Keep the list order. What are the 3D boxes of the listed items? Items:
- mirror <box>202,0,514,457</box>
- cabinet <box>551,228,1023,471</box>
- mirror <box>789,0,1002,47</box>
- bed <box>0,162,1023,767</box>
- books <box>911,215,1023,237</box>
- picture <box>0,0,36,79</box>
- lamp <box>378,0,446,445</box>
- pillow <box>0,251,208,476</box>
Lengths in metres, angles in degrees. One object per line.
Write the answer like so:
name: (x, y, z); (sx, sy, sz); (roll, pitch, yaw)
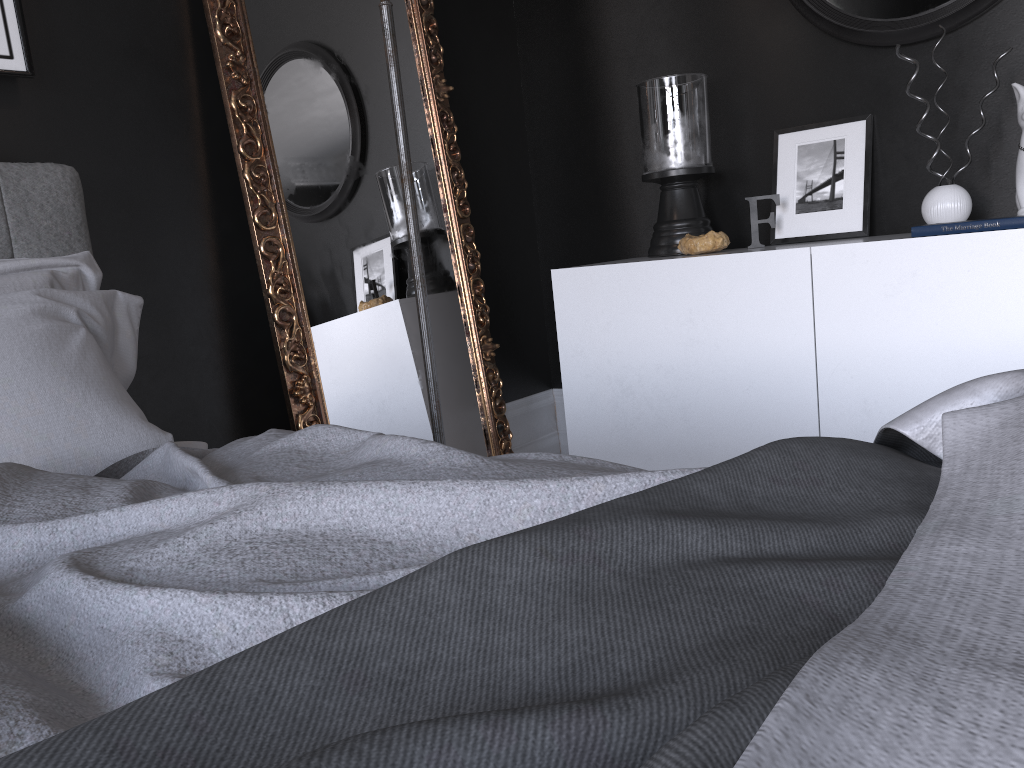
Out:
mirror: (-0.459, -0.541, 3.024); (0.254, 2.199, 0.988); (2, 12, 39)
cabinet: (1.294, -0.009, 2.669); (2.396, 0.885, 0.568); (1, 12, 39)
mirror: (1.237, -1.548, 2.760); (0.924, 0.927, 0.061); (1, 12, 39)
bed: (-0.487, 0.276, 0.663); (3.284, 1.302, 2.756); (-2, 10, 28)
books: (1.251, -0.425, 2.371); (0.289, 0.031, 0.192); (2, 12, 44)
picture: (-1.499, -1.225, 1.832); (0.014, 1.082, 0.789); (2, 12, 39)
lamp: (-0.286, -0.581, 2.387); (0.985, 2.419, 0.771); (-9, 10, -18)
pillow: (-1.338, 0.072, 1.372); (0.680, 0.762, 1.825); (1, 11, 39)
